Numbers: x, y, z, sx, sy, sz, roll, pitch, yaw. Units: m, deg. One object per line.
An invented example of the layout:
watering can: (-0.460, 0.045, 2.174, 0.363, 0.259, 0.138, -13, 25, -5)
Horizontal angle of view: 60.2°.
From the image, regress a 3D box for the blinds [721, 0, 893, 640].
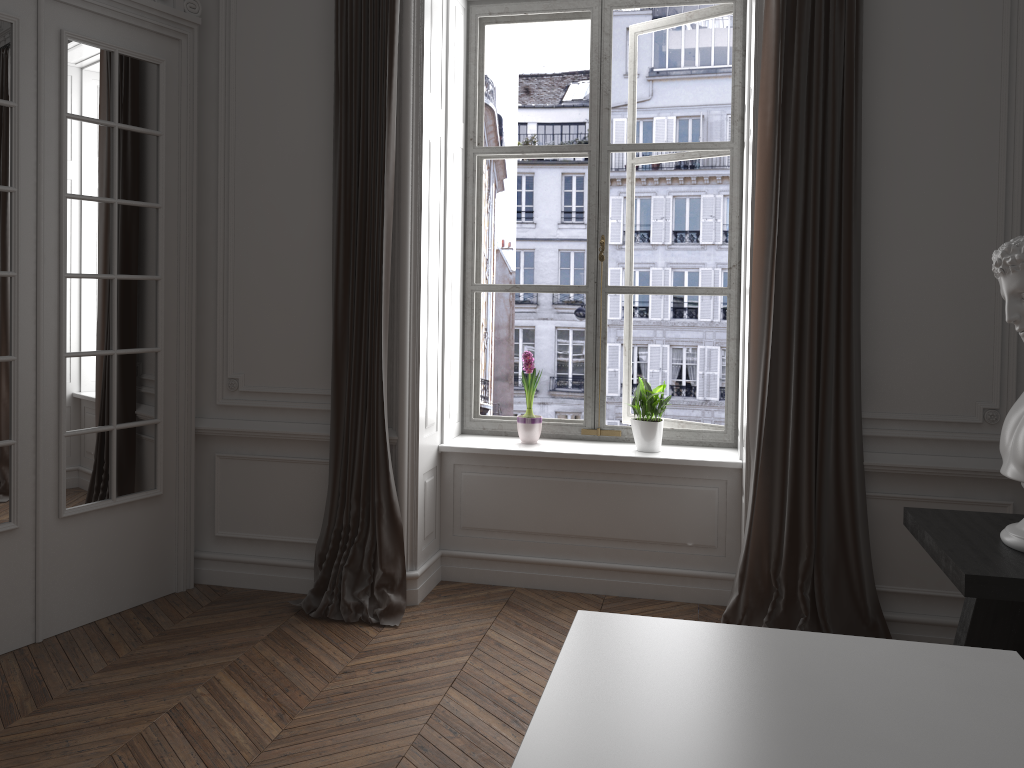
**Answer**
blinds: (1.167, -0.445, 3.524, 0.778, 3.096, 0.343, 1, 1, 7)

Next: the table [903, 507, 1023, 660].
table: (1.625, 0.845, 2.585, 0.768, 0.748, 0.770, 2, 4, 13)

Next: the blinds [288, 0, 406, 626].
blinds: (-0.711, -0.521, 3.984, 0.581, 3.097, 0.310, 1, 1, 18)

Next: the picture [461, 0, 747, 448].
picture: (-0.260, -0.825, 0.942, 13.202, 4.794, 13.291, 1, 5, 5)

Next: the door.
door: (-1.937, -0.298, 3.606, 0.086, 2.731, 1.567, 2, 2, 28)

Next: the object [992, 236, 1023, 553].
object: (1.586, 0.016, 2.525, 0.393, 0.922, 0.635, 1, 3, 13)

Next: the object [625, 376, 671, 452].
object: (0.681, 0.144, 4.363, 0.215, 0.368, 0.285, 0, 3, -9)

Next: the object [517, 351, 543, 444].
object: (0.092, 0.066, 4.534, 0.129, 0.475, 0.129, 0, 2, -27)

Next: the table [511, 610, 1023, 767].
table: (0.293, 1.027, 0.626, 0.900, 0.747, 2.632, 2, 6, 13)
